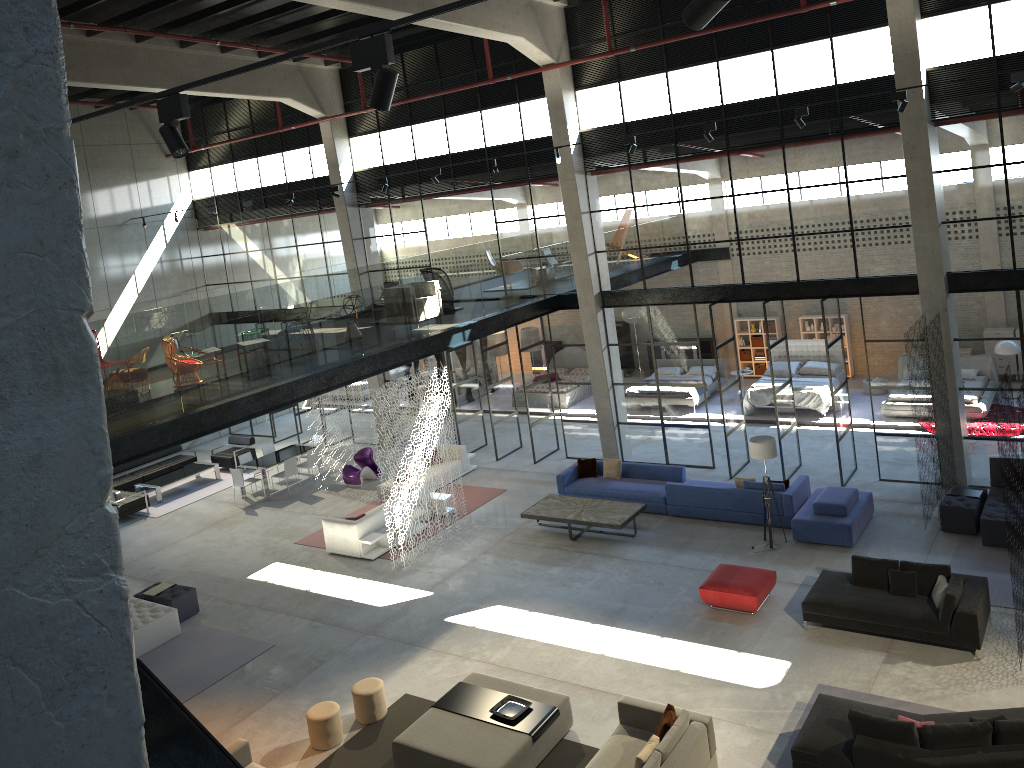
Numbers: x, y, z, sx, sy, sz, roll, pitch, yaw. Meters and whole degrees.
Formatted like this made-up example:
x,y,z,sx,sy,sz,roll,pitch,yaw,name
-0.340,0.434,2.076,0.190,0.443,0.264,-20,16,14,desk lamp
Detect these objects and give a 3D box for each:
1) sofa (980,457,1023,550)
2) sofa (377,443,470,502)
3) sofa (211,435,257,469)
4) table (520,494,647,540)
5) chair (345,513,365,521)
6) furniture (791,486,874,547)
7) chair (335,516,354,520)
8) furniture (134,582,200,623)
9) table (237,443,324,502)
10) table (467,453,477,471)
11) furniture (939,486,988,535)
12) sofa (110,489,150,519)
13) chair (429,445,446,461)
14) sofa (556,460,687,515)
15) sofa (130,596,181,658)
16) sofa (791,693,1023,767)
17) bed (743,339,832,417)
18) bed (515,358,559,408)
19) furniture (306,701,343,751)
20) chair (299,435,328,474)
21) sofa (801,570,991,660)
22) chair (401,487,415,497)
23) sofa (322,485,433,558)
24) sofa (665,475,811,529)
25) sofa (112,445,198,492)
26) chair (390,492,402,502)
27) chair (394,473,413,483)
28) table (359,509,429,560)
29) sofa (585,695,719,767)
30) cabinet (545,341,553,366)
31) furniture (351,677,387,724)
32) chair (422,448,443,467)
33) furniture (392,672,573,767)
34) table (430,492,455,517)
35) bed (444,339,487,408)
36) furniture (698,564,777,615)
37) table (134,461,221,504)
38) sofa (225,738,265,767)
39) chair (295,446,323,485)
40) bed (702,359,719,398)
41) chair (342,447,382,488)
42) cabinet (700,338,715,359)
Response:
x,y,z,sx,sy,sz,roll,pitch,yaw,name
9.162,1.847,12.672,4.136,0.859,1.864,1,13,35,sofa
-1.974,1.979,19.579,0.938,0.660,2.193,-1,13,35,sofa
-7.426,1.856,23.395,0.947,0.750,0.837,-1,11,35,sofa
1.310,2.457,15.911,2.057,0.394,1.049,1,14,35,table
-2.898,2.590,16.424,0.404,0.332,0.285,-9,8,-9,chair
5.326,2.088,14.557,0.946,0.547,1.570,-1,13,35,furniture
-3.106,2.590,16.598,0.389,0.268,0.324,-6,9,10,chair
-5.772,3.661,14.661,0.955,0.450,0.520,-2,11,30,furniture
-5.542,2.094,21.094,0.897,0.748,1.841,-2,12,35,table
-1.278,1.828,20.553,0.898,0.365,0.306,0,10,35,table
7.267,2.012,14.085,0.507,0.449,0.979,-1,13,40,furniture
-9.347,2.717,20.602,1.646,0.749,0.837,0,11,35,sofa
-1.713,1.617,20.164,0.384,0.333,0.255,-11,8,-21,chair
2.141,1.979,17.128,2.328,0.597,1.076,0,13,35,sofa
-7.107,4.057,12.676,1.818,0.858,4.241,0,14,35,sofa
4.793,3.492,8.481,4.051,0.556,1.502,-5,11,14,sofa
7.005,-0.169,21.759,2.210,1.400,2.366,-1,12,34,bed
1.341,-0.240,25.953,2.023,1.264,2.390,-1,12,35,bed
-2.245,4.096,10.529,0.407,0.396,0.400,-14,10,-39,furniture
-4.976,1.783,21.925,0.418,0.861,0.556,-4,7,35,chair
4.955,2.848,11.379,2.099,0.555,1.104,1,13,35,sofa
-2.116,2.250,17.475,0.267,0.318,0.404,-2,10,37,chair
-2.566,2.606,17.032,0.944,0.661,2.184,-1,13,35,sofa
4.043,1.953,15.769,2.328,0.713,1.076,0,12,35,sofa
-9.415,2.272,22.721,0.817,0.748,2.505,-2,13,35,sofa
-2.315,2.326,17.249,0.268,0.314,0.401,-5,9,22,chair
-2.363,2.023,19.034,0.416,0.106,0.412,-9,12,-8,chair
-2.198,2.822,16.509,0.299,0.364,1.603,-3,12,35,table
1.027,3.939,8.428,1.050,0.713,2.386,-1,13,35,sofa
1.196,-0.823,29.474,1.036,1.147,0.458,-2,7,35,cabinet
-1.777,3.945,10.938,0.398,0.396,0.409,-4,9,25,furniture
-1.808,1.669,19.985,0.414,0.332,0.258,-11,8,-21,chair
-0.309,3.961,9.933,1.443,0.394,1.570,0,14,35,furniture
-1.742,2.447,17.965,1.197,0.365,0.306,0,11,35,table
-1.989,-0.597,27.847,2.239,2.055,2.360,-2,10,35,bed
3.248,2.921,12.568,0.852,0.372,0.873,0,13,35,furniture
-8.363,2.458,22.011,0.898,0.402,1.841,0,14,35,table
-2.358,4.329,8.757,2.328,0.713,1.076,0,12,35,sofa
-4.886,1.959,21.048,0.543,0.861,0.428,-3,7,35,chair
4.409,0.009,23.815,2.249,0.858,2.447,0,14,35,bed
-3.536,1.942,20.560,0.653,0.740,0.813,-2,10,35,chair
5.201,-0.780,26.739,2.074,1.146,0.458,-1,8,35,cabinet
